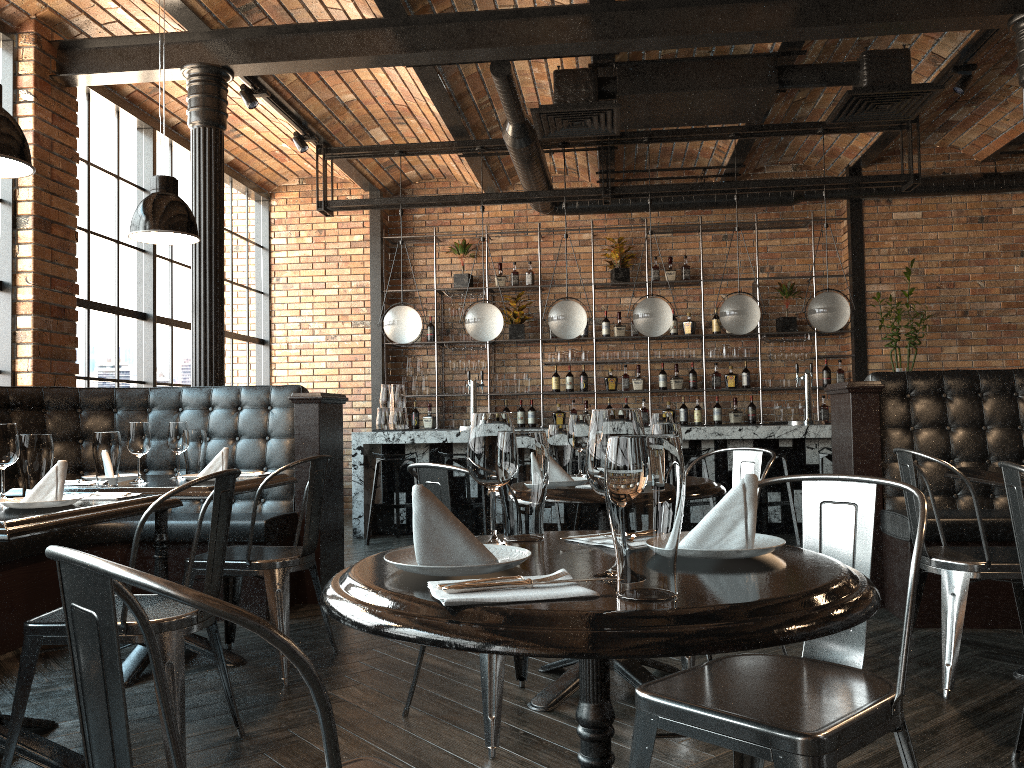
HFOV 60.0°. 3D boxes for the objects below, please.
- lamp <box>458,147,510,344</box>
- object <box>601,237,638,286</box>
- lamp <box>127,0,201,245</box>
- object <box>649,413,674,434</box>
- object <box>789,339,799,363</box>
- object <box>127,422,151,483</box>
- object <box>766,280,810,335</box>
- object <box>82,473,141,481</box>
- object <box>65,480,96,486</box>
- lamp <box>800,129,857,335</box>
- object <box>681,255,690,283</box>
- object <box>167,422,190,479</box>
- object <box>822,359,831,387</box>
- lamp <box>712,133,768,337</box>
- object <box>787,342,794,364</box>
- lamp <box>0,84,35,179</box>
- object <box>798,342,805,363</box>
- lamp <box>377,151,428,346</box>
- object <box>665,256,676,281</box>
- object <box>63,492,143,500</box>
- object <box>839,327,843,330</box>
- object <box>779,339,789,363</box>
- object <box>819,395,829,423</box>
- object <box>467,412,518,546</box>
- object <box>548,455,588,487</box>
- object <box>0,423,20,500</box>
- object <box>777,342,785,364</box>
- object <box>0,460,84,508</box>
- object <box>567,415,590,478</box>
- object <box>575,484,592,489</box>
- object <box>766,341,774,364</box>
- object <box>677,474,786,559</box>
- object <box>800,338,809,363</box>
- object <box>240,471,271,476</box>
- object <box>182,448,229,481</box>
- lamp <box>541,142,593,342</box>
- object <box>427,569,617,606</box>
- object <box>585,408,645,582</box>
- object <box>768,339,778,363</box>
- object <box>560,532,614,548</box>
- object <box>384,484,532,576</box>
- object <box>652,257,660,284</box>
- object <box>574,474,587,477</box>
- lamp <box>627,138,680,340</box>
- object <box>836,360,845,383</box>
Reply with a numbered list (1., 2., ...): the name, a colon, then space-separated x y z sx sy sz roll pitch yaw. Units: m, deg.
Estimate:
1. lamp: -0.256 -1.227 7.829 0.340 1.754 0.340 1 -3 -37
2. object: 1.142 -1.323 9.514 0.425 0.526 0.430 -1 -2 9
3. lamp: -1.492 -1.442 3.805 0.291 1.653 0.291 1 -3 -38
4. object: 0.538 0.227 3.169 0.092 0.244 0.092 -1 -2 6
5. object: 2.906 -0.343 9.145 0.092 0.244 0.092 1 -3 -44
6. object: -1.511 0.278 3.594 0.092 0.244 0.092 1 -3 -33
7. object: 2.872 -0.806 9.223 0.374 0.560 0.398 0 -2 -21
8. object: -1.705 0.347 3.781 0.232 0.139 0.232 -1 -2 1
9. object: -1.729 0.393 3.557 0.255 0.019 0.157 -1 -2 7
10. lamp: 2.656 -1.289 7.495 0.340 1.754 0.340 1 -3 -37
11. object: 1.839 -1.218 9.393 0.083 0.282 0.083 -1 -2 -8
12. object: -1.449 0.287 3.850 0.092 0.244 0.092 1 -3 -33
13. object: 3.260 -0.114 9.190 0.086 0.299 0.086 1 -3 -35
14. lamp: 1.928 -1.273 7.578 0.340 1.754 0.340 1 -3 -37
15. object: 2.925 -0.337 9.308 0.092 0.244 0.092 1 -3 -44
16. lamp: -1.618 -1.483 2.711 0.291 1.653 0.291 -2 -3 32
17. object: 3.028 -0.339 9.296 0.092 0.244 0.092 1 -3 -44
18. lamp: -0.984 -1.211 7.912 0.340 1.754 0.340 1 -3 -37
19. object: 1.683 -1.212 9.412 0.123 0.279 0.123 -1 -2 10
20. object: -1.351 0.360 2.872 0.255 0.019 0.157 -1 -2 7
21. object: 3.394 -0.686 9.220 0.086 0.298 0.086 0 -3 -30
22. object: 2.808 -0.341 9.156 0.092 0.244 0.092 1 -3 -44
23. object: 3.226 0.259 9.177 0.083 0.282 0.083 -1 -2 -8
24. object: -0.034 0.173 1.591 0.092 0.244 0.092 0 -3 -30
25. object: 0.159 0.289 3.103 0.232 0.139 0.232 1 -3 -39
26. object: -1.576 0.245 2.745 0.092 0.244 0.092 1 -3 -33
27. object: 2.827 -0.335 9.319 0.092 0.244 0.092 1 -3 -44
28. object: -1.392 0.295 2.620 0.232 0.139 0.232 -1 -2 4
29. object: 0.259 0.240 3.386 0.092 0.244 0.092 -1 -2 6
30. object: 0.343 0.336 3.002 0.157 0.019 0.255 -3 -3 37
31. object: 2.718 -0.333 9.332 0.092 0.244 0.092 1 -3 -44
32. object: 0.346 0.223 1.518 0.232 0.139 0.232 1 -3 -39
33. object: 3.009 -0.346 9.133 0.092 0.244 0.092 1 -3 -44
34. object: -1.223 0.402 3.977 0.255 0.019 0.157 -1 -2 7
35. object: -1.264 0.337 3.725 0.232 0.139 0.232 -1 -2 4
36. lamp: 0.472 -1.242 7.745 0.340 1.754 0.340 1 -3 -37
37. object: 0.017 0.271 1.204 0.255 0.019 0.157 0 -2 -13
38. object: 0.154 0.158 1.291 0.092 0.244 0.092 -1 -2 3
39. object: 2.699 -0.339 9.168 0.092 0.244 0.092 1 -3 -44
40. object: 0.208 0.286 1.672 0.255 0.019 0.157 1 -3 -33
41. object: -0.086 0.225 1.402 0.232 0.139 0.232 -1 -2 3
42. object: 1.528 -1.212 9.428 0.083 0.282 0.083 -1 -2 7
43. object: 0.363 0.356 3.507 0.255 0.019 0.157 1 -3 -33
44. lamp: 1.200 -1.258 7.662 0.340 1.754 0.340 1 -3 -37
45. object: 3.395 -0.108 9.171 0.083 0.282 0.083 -2 -2 17
